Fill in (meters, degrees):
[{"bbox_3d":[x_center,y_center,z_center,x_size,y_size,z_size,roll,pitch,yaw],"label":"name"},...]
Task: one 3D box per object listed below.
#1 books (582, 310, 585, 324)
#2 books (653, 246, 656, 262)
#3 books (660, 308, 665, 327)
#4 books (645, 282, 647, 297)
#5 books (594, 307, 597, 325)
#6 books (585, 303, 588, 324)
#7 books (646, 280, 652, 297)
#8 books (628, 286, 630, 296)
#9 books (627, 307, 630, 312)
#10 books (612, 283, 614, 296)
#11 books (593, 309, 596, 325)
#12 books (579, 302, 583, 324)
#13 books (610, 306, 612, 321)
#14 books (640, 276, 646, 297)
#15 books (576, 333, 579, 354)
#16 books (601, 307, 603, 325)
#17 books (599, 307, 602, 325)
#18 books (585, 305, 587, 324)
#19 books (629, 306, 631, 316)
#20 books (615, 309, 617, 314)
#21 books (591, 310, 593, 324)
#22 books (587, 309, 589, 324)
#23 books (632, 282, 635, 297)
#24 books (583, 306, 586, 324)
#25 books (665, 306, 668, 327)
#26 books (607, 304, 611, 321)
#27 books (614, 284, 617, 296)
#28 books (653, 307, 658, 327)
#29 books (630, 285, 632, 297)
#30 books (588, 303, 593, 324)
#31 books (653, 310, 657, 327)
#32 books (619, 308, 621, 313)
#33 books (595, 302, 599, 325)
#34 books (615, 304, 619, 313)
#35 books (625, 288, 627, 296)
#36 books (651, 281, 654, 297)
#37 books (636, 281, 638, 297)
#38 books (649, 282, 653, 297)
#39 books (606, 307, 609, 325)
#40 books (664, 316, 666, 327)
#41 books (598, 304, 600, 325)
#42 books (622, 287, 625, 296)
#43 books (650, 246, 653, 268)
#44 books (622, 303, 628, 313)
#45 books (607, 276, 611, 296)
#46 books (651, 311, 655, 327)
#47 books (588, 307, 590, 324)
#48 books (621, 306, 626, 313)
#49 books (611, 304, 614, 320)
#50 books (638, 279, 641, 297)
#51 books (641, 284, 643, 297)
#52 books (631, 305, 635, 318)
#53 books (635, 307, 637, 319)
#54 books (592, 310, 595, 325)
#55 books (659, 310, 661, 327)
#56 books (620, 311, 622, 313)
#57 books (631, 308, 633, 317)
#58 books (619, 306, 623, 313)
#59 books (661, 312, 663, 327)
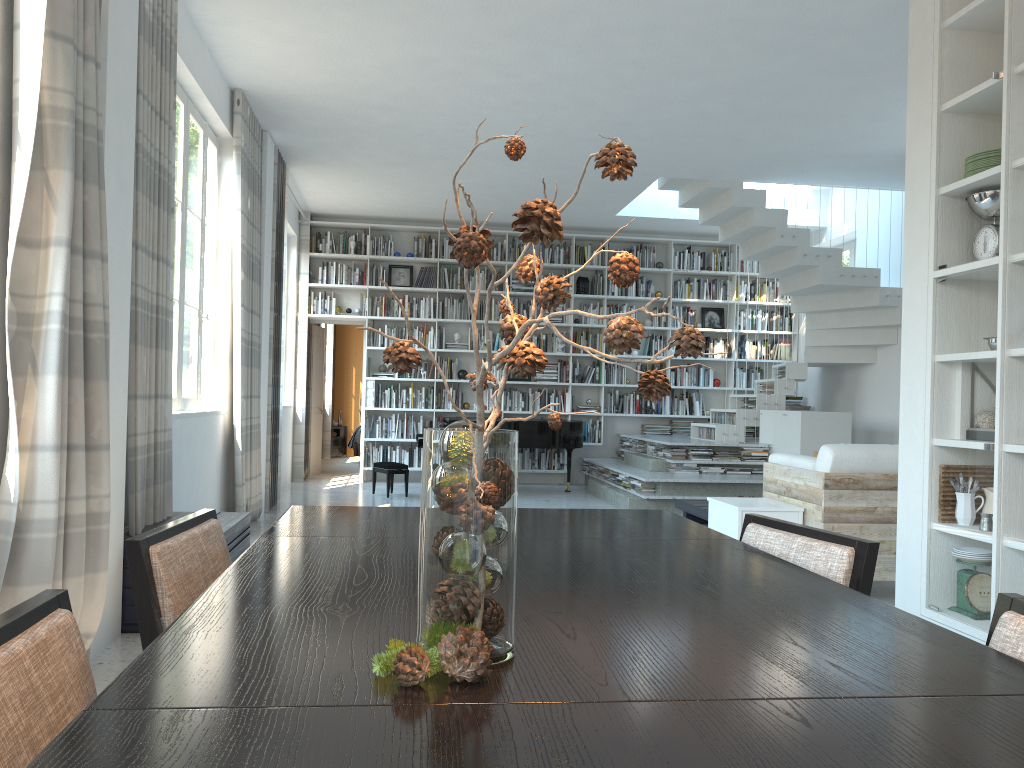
[{"bbox_3d":[0.886,-0.832,11.214,0.028,0.185,0.181,2,-1,-7],"label":"books"},{"bbox_3d":[1.809,-1.601,11.334,0.006,0.306,0.163,2,0,-7],"label":"books"},{"bbox_3d":[1.919,-0.839,11.343,0.016,0.257,0.176,2,-1,-7],"label":"books"},{"bbox_3d":[1.689,-1.190,11.323,0.030,0.213,0.156,2,-1,-7],"label":"books"},{"bbox_3d":[1.053,-0.851,11.245,0.024,0.234,0.149,2,-1,-7],"label":"books"},{"bbox_3d":[0.936,-0.876,11.237,0.019,0.275,0.146,2,0,-7],"label":"books"},{"bbox_3d":[1.732,-1.201,11.317,0.054,0.235,0.171,2,-1,-7],"label":"books"},{"bbox_3d":[1.478,-1.198,11.308,0.025,0.216,0.144,2,-1,-7],"label":"books"},{"bbox_3d":[1.463,-0.846,11.289,0.025,0.245,0.183,2,-1,-7],"label":"books"},{"bbox_3d":[1.269,-1.217,11.275,0.026,0.243,0.148,2,-1,-7],"label":"books"},{"bbox_3d":[1.035,-0.840,11.235,0.029,0.211,0.157,2,-1,-7],"label":"books"},{"bbox_3d":[0.872,-0.882,11.234,0.018,0.285,0.159,2,0,-7],"label":"books"},{"bbox_3d":[1.242,-0.854,11.263,0.014,0.248,0.176,2,-1,-7],"label":"books"},{"bbox_3d":[1.662,-1.228,11.305,0.029,0.285,0.183,2,-1,-7],"label":"books"},{"bbox_3d":[0.820,-0.519,11.222,0.035,0.293,0.145,2,0,-7],"label":"books"},{"bbox_3d":[1.121,-0.851,11.252,0.026,0.238,0.173,2,-1,-7],"label":"books"},{"bbox_3d":[1.104,-0.848,11.234,0.028,0.230,0.176,2,-1,-7],"label":"books"},{"bbox_3d":[0.921,-0.863,11.234,0.028,0.250,0.164,2,-1,-7],"label":"books"},{"bbox_3d":[1.485,-0.854,11.312,0.024,0.262,0.133,2,0,-7],"label":"books"},{"bbox_3d":[1.307,-0.836,11.281,0.026,0.216,0.161,2,-1,-7],"label":"books"},{"bbox_3d":[0.995,-0.834,11.227,0.024,0.195,0.173,2,-1,-7],"label":"books"},{"bbox_3d":[0.946,-0.841,11.237,0.023,0.207,0.171,2,-1,-7],"label":"books"},{"bbox_3d":[1.526,-1.193,11.287,0.021,0.209,0.181,2,-1,-7],"label":"books"},{"bbox_3d":[0.903,-0.860,11.237,0.024,0.242,0.159,2,-1,-7],"label":"books"},{"bbox_3d":[1.967,-0.848,11.346,0.005,0.278,0.182,2,-1,-7],"label":"books"},{"bbox_3d":[1.226,-0.869,11.277,0.014,0.278,0.154,2,0,-7],"label":"books"},{"bbox_3d":[1.297,-1.199,11.260,0.026,0.208,0.181,2,-1,-7],"label":"books"},{"bbox_3d":[1.835,-0.847,11.337,0.015,0.267,0.164,2,-1,-7],"label":"books"},{"bbox_3d":[1.503,-1.208,11.299,0.023,0.237,0.149,2,-1,-7],"label":"books"},{"bbox_3d":[0.982,-0.874,11.214,0.028,0.275,0.187,2,-1,-7],"label":"books"},{"bbox_3d":[1.820,-0.829,11.347,0.012,0.232,0.154,2,-1,-7],"label":"books"},{"bbox_3d":[1.347,-0.846,11.273,0.022,0.237,0.164,2,-1,-7],"label":"books"},{"bbox_3d":[1.070,-0.881,11.249,0.028,0.293,0.154,2,0,-7],"label":"books"},{"bbox_3d":[1.331,-0.868,11.265,0.014,0.280,0.177,2,-1,-7],"label":"books"},{"bbox_3d":[1.438,-1.202,11.308,0.028,0.223,0.142,2,-1,-7],"label":"books"},{"bbox_3d":[1.788,-1.195,11.351,0.026,0.229,0.140,2,-1,-7],"label":"books"},{"bbox_3d":[1.581,-1.229,11.323,0.012,0.285,0.159,2,0,-7],"label":"books"},{"bbox_3d":[1.753,-1.190,11.328,0.048,0.216,0.182,2,-1,-7],"label":"books"},{"bbox_3d":[1.204,-0.852,11.279,0.030,0.242,0.138,2,0,-7],"label":"books"},{"bbox_3d":[1.932,-0.812,11.344,0.013,0.204,0.173,2,-1,-7],"label":"books"},{"bbox_3d":[1.086,-0.872,11.249,0.025,0.277,0.173,2,-1,-7],"label":"books"},{"bbox_3d":[1.400,-1.213,11.281,0.027,0.241,0.160,2,-1,-7],"label":"books"},{"bbox_3d":[1.760,-1.598,11.328,0.013,0.297,0.188,2,-1,-7],"label":"books"},{"bbox_3d":[1.436,-0.872,11.300,0.027,0.295,0.159,2,0,-7],"label":"books"},{"bbox_3d":[1.229,-1.240,11.262,0.012,0.285,0.159,2,0,-7],"label":"books"},{"bbox_3d":[1.801,-0.824,11.350,0.015,0.220,0.140,2,-1,-7],"label":"books"},{"bbox_3d":[0.962,-0.855,11.233,0.023,0.236,0.178,2,-1,-7],"label":"books"},{"bbox_3d":[1.411,-0.857,11.271,0.030,0.263,0.182,2,-1,-7],"label":"books"},{"bbox_3d":[1.274,-0.870,11.295,0.014,0.284,0.135,2,0,-7],"label":"books"},{"bbox_3d":[1.604,-1.205,11.307,0.030,0.238,0.185,2,-1,-7],"label":"books"},{"bbox_3d":[1.631,-1.176,11.314,0.027,0.181,0.176,2,-1,-7],"label":"books"},{"bbox_3d":[1.533,-0.858,11.292,0.024,0.272,0.169,2,-1,-7],"label":"books"},{"bbox_3d":[1.569,-0.847,11.319,0.034,0.254,0.161,2,-1,-7],"label":"books"},{"bbox_3d":[1.014,-0.834,11.232,0.027,0.196,0.185,2,-1,-7],"label":"books"},{"bbox_3d":[1.876,-0.826,11.355,0.016,0.228,0.160,2,-1,-7],"label":"books"},{"bbox_3d":[1.369,-0.823,11.284,0.025,0.194,0.171,2,-1,-7],"label":"books"},{"bbox_3d":[1.509,-0.838,11.300,0.021,0.232,0.183,2,-1,-7],"label":"books"},{"bbox_3d":[1.387,-0.854,11.293,0.011,0.257,0.131,2,0,-7],"label":"books"},{"bbox_3d":[1.903,-0.812,11.352,0.013,0.202,0.173,2,-1,-7],"label":"books"}]
